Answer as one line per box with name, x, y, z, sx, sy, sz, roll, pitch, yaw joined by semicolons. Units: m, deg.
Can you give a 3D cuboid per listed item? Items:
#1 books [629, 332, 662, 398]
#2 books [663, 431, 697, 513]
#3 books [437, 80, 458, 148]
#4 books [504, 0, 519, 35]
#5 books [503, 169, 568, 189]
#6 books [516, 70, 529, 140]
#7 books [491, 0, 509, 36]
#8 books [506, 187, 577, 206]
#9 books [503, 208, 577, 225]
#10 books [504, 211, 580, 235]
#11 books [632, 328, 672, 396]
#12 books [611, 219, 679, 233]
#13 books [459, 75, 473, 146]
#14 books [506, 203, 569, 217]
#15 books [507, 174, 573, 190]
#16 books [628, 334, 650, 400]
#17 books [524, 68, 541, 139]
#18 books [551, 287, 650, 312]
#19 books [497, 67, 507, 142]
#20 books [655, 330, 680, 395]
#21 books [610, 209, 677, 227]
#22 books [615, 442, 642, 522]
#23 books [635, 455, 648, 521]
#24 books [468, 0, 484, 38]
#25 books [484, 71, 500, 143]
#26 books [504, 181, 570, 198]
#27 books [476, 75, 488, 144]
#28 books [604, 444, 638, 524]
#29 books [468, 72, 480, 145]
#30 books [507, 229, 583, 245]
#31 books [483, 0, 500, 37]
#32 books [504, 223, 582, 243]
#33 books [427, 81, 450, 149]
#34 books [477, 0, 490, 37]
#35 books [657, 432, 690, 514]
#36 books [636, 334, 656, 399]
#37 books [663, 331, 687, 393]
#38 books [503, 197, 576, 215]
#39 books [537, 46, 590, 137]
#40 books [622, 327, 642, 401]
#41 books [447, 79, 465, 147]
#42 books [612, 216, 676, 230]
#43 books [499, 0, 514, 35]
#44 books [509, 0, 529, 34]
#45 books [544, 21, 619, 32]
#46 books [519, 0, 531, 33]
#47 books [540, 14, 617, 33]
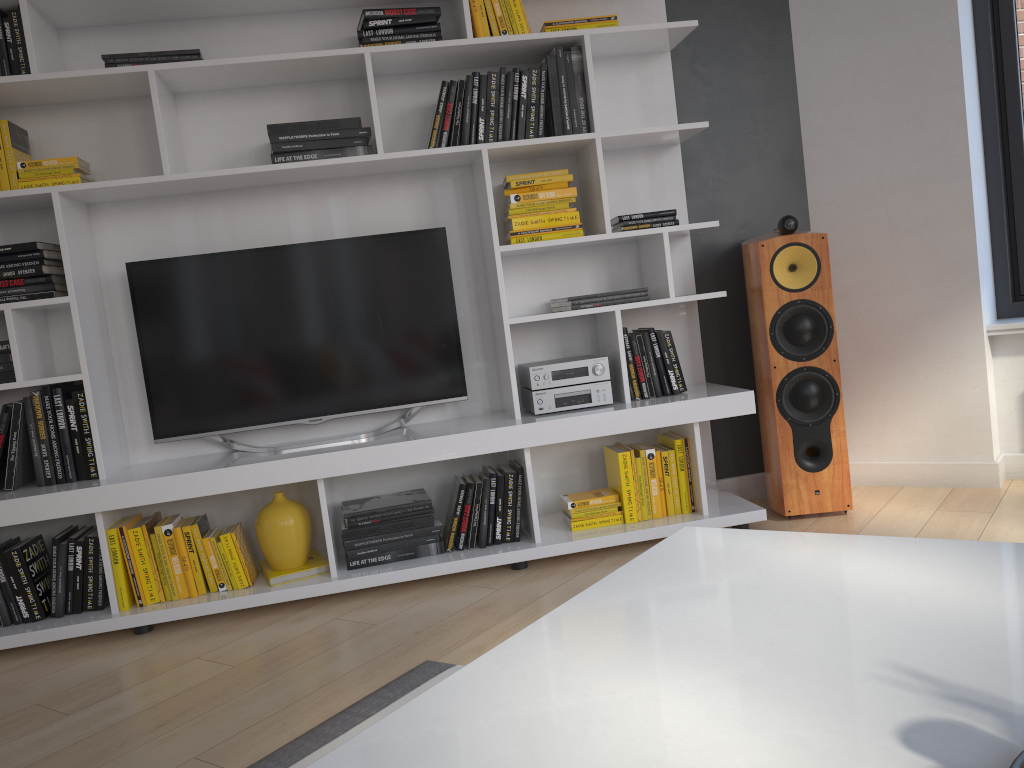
books;0.493;-0.074;3.276;0.050;0.242;0.169;-8;5;-9
books;0.619;0.320;3.274;0.025;0.270;0.213;-8;5;-8
books;-0.232;-0.927;3.129;0.096;0.234;0.187;-8;5;-8
books;-0.014;-1.269;3.079;0.046;0.161;0.108;-8;5;-9
books;0.084;-0.750;3.246;0.223;0.023;0.163;-8;5;-4
books;0.023;-0.967;3.150;0.071;0.243;0.179;-8;5;-9
books;-0.056;-1.274;3.091;0.054;0.180;0.132;-8;5;-8
books;0.104;-0.676;3.232;0.239;0.033;0.176;-8;5;-5
books;0.098;-0.612;3.240;0.251;0.014;0.189;-8;5;-5
books;0.106;-0.583;3.229;0.243;0.042;0.189;-8;5;-8
books;0.519;-0.084;3.291;0.066;0.255;0.193;-8;5;-9
books;0.483;-0.569;3.233;0.213;0.023;0.161;-8;5;-5
books;-0.163;-0.938;3.112;0.069;0.242;0.172;-8;5;-7
books;0.090;-0.626;3.218;0.217;0.023;0.145;-8;5;-4
books;0.099;-0.726;3.227;0.223;0.023;0.163;-8;5;-4
books;0.446;-0.065;3.284;0.053;0.240;0.189;-8;5;-8
books;0.058;-0.976;3.166;0.084;0.249;0.191;-8;5;-8
books;0.318;-0.309;3.271;0.310;0.047;0.250;-8;5;-13
books;-0.050;-0.966;3.154;0.066;0.260;0.197;-8;5;-8
books;0.550;-0.082;3.288;0.066;0.242;0.177;-8;5;-9
books;0.477;-0.608;3.248;0.213;0.023;0.161;-8;5;-5
books;0.424;0.353;3.234;0.015;0.263;0.199;-8;5;-8
books;0.447;0.369;3.217;0.024;0.229;0.156;-8;5;-9
books;-0.141;-1.287;3.071;0.041;0.229;0.161;-8;5;-10
books;-0.082;-0.957;3.148;0.084;0.249;0.191;-8;5;-8
books;0.094;-0.703;3.231;0.227;0.022;0.160;-7;5;7
books;-0.118;-0.947;3.139;0.068;0.243;0.179;-8;5;-10
books;0.394;0.360;3.227;0.044;0.255;0.198;-8;5;-8
books;-0.146;-0.950;3.140;0.075;0.254;0.192;-8;5;-9
books;0.118;-0.524;3.222;0.257;0.028;0.194;-8;5;-3
books;-0.093;-1.294;3.106;0.054;0.224;0.164;-8;5;-9
books;0.110;-0.550;3.227;0.257;0.024;0.203;-8;5;-5
books;-0.264;-0.923;3.119;0.104;0.234;0.182;-8;5;-8
books;-0.121;-1.289;3.093;0.041;0.224;0.163;-8;5;-10
books;0.594;0.324;3.262;0.029;0.270;0.204;-8;5;-8
books;0.470;-0.068;3.280;0.049;0.236;0.170;-8;5;-8
books;0.578;-0.084;3.324;0.077;0.233;0.179;-8;5;-8
books;0.097;-0.649;3.235;0.239;0.019;0.171;-8;5;-8
books;0.178;-1.026;3.211;0.128;0.321;0.259;-8;5;-8
books;0.412;-0.077;3.281;0.053;0.268;0.202;-8;5;-9
books;-0.199;-0.931;3.120;0.081;0.233;0.169;-8;5;-9
books;0.479;-0.588;3.234;0.198;0.015;0.142;-8;5;-10
books;-0.035;-1.276;3.087;0.044;0.178;0.128;-8;5;-9
books;0.006;-1.285;3.095;0.064;0.184;0.141;-8;5;-7
books;0.237;-1.242;3.176;0.257;0.028;0.194;-8;5;-3
books;0.027;-1.289;3.107;0.044;0.184;0.142;-8;5;-8
books;0.230;-1.268;3.182;0.257;0.024;0.203;-8;5;-5
